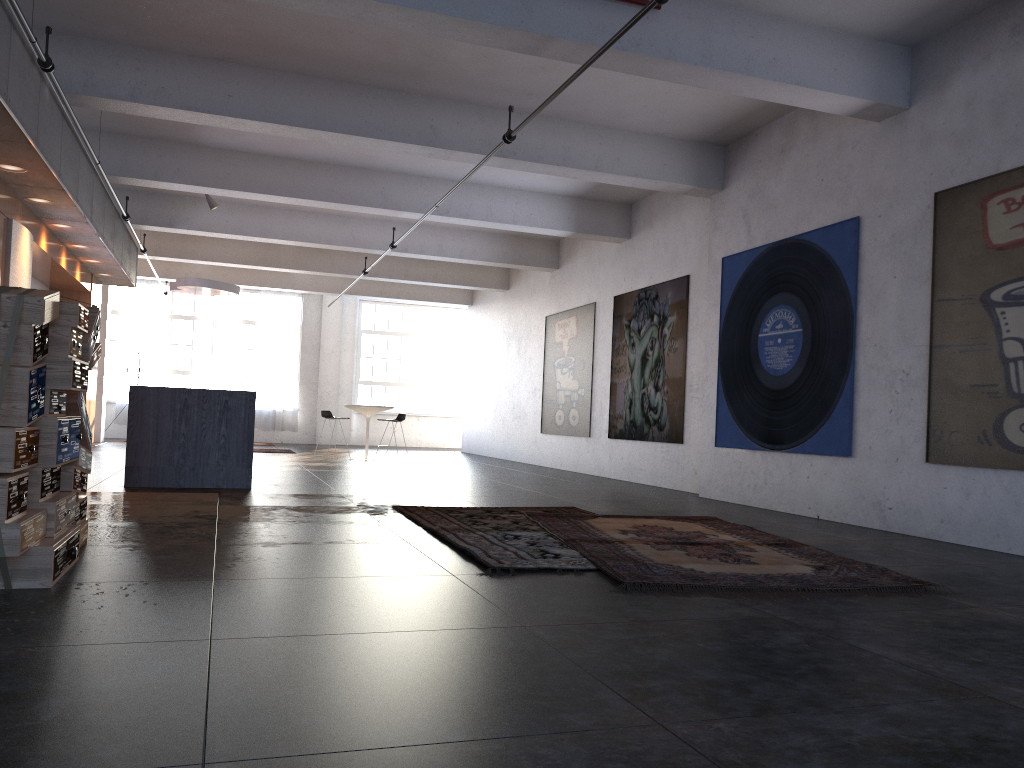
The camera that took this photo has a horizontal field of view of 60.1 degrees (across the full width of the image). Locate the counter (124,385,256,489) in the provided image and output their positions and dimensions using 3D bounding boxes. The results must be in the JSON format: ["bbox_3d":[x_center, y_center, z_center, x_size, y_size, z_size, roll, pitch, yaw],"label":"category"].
[{"bbox_3d":[-4.113,0.619,11.683,1.157,0.970,6.569,3,-3,-18],"label":"counter"}]

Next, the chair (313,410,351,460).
[{"bbox_3d":[-3.036,0.903,15.029,0.516,0.895,0.454,4,-2,-42],"label":"chair"}]

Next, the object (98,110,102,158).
[{"bbox_3d":[-6.043,-0.145,10.958,0.050,0.053,0.064,2,-2,19],"label":"object"}]

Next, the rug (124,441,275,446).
[{"bbox_3d":[-7.108,1.337,20.321,3.174,0.009,1.791,3,-3,-20],"label":"rug"}]

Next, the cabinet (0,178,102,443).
[{"bbox_3d":[-6.528,-0.522,9.981,2.412,2.561,8.001,3,-2,-18],"label":"cabinet"}]

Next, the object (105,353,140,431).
[{"bbox_3d":[-8.165,0.285,18.915,1.196,1.918,1.042,3,-2,-19],"label":"object"}]

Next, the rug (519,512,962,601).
[{"bbox_3d":[1.137,1.041,5.797,1.890,0.048,3.499,3,-2,-9],"label":"rug"}]

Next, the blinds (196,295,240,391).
[{"bbox_3d":[-7.058,-0.765,21.425,1.052,3.695,0.334,3,-1,-23],"label":"blinds"}]

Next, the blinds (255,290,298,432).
[{"bbox_3d":[-5.757,-0.695,21.904,1.044,3.749,0.337,3,-1,-22],"label":"blinds"}]

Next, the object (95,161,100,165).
[{"bbox_3d":[-6.091,-0.142,10.987,0.052,0.053,0.061,3,-2,-12],"label":"object"}]

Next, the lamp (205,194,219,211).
[{"bbox_3d":[-4.353,-2.660,12.827,0.226,0.286,0.129,4,-2,-35],"label":"lamp"}]

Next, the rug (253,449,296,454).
[{"bbox_3d":[-5.682,1.243,16.958,2.924,0.029,1.830,3,-3,-19],"label":"rug"}]

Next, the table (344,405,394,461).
[{"bbox_3d":[-2.536,0.857,15.550,0.839,0.951,0.818,3,-2,-19],"label":"table"}]

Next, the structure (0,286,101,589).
[{"bbox_3d":[-2.361,0.199,4.252,0.647,1.314,1.888,3,-2,-18],"label":"structure"}]

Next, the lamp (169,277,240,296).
[{"bbox_3d":[-5.040,-1.556,14.232,1.061,0.130,1.026,1,-3,27],"label":"lamp"}]

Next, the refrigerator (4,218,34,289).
[{"bbox_3d":[-4.842,-0.416,8.514,0.223,2.190,0.942,3,-2,-21],"label":"refrigerator"}]

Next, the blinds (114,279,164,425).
[{"bbox_3d":[-8.679,-0.847,20.844,1.047,3.673,0.356,3,-1,-21],"label":"blinds"}]

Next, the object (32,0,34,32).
[{"bbox_3d":[-6.075,-0.193,10.866,0.058,0.059,0.051,2,-2,16],"label":"object"}]

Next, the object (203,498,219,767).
[{"bbox_3d":[-4.120,1.110,8.500,20.014,0.001,26.848,3,-3,-19],"label":"object"}]

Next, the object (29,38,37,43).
[{"bbox_3d":[-6.072,-0.185,11.001,0.064,0.051,0.052,3,-2,-27],"label":"object"}]
